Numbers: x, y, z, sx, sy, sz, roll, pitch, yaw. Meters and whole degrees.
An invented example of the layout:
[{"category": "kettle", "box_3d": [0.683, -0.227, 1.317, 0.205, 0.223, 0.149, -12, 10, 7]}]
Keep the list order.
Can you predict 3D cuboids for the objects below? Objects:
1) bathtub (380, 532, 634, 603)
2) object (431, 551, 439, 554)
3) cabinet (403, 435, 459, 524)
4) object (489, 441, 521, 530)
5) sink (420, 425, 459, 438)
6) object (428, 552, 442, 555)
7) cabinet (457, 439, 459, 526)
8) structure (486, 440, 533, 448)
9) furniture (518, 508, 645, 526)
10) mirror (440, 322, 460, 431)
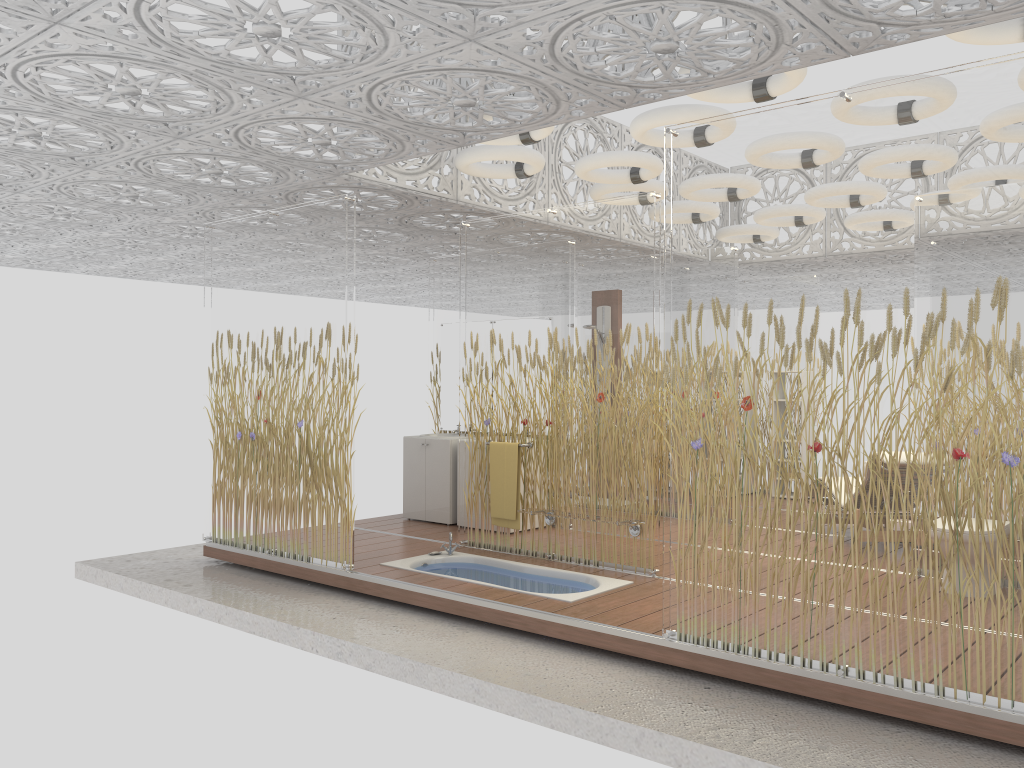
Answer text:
[{"category": "bathtub", "box_3d": [-0.077, 1.410, 6.096, 1.700, 0.582, 0.700, 0, 0, 40]}, {"category": "object", "box_3d": [-0.582, 1.280, 6.727, 0.066, 0.016, 0.035, 0, 0, -41]}, {"category": "cabinet", "box_3d": [-0.635, 0.898, 8.555, 0.643, 0.782, 0.549, 0, 0, 40]}, {"category": "object", "box_3d": [-0.055, 0.767, 6.732, 0.283, 0.656, 0.042, 0, 0, 40]}, {"category": "sink", "box_3d": [-0.625, 0.530, 8.570, 0.573, 0.266, 0.499, 0, 0, 37]}, {"category": "object", "box_3d": [-0.583, 1.287, 6.727, 0.108, 0.011, 0.065, 0, 0, -41]}, {"category": "cabinet", "box_3d": [-0.085, 0.899, 8.093, 0.643, 0.782, 0.549, 0, 0, 40]}, {"category": "structure", "box_3d": [-0.038, 0.459, 6.754, 0.442, 0.047, 0.078, 0, 0, 40]}, {"category": "furniture", "box_3d": [0.466, 0.923, 6.177, 0.977, 0.014, 0.178, 0, 0, 40]}, {"category": "mirror", "box_3d": [-0.177, -0.071, 8.537, 1.422, 1.081, 0.009, 0, 0, 40]}]
